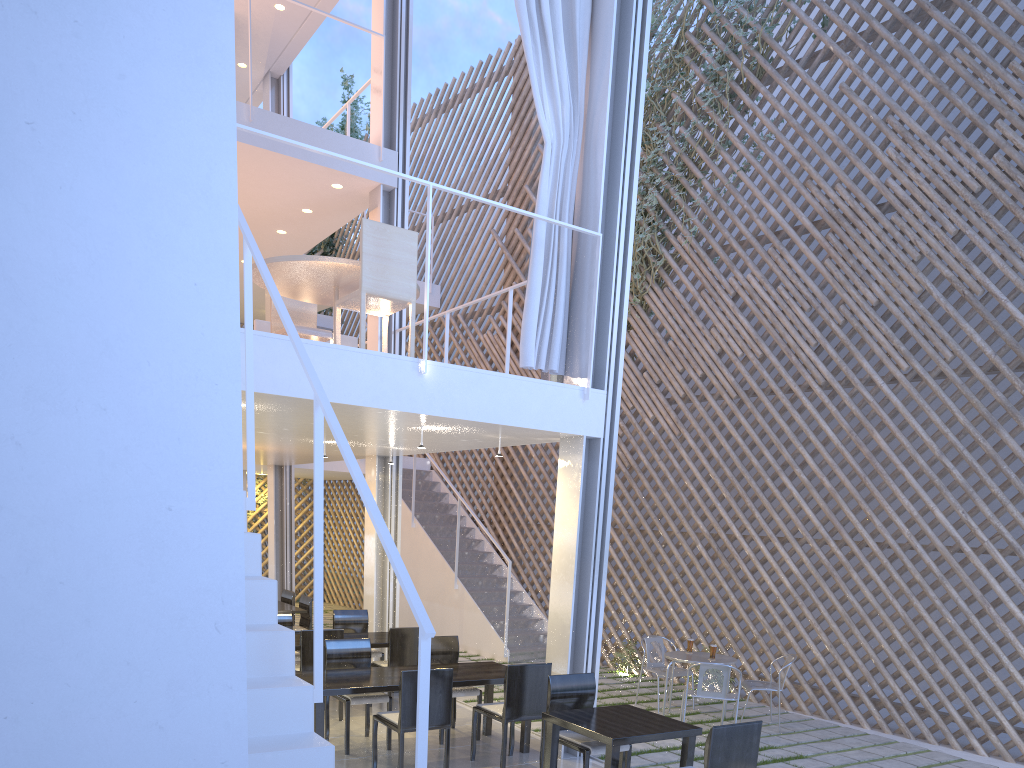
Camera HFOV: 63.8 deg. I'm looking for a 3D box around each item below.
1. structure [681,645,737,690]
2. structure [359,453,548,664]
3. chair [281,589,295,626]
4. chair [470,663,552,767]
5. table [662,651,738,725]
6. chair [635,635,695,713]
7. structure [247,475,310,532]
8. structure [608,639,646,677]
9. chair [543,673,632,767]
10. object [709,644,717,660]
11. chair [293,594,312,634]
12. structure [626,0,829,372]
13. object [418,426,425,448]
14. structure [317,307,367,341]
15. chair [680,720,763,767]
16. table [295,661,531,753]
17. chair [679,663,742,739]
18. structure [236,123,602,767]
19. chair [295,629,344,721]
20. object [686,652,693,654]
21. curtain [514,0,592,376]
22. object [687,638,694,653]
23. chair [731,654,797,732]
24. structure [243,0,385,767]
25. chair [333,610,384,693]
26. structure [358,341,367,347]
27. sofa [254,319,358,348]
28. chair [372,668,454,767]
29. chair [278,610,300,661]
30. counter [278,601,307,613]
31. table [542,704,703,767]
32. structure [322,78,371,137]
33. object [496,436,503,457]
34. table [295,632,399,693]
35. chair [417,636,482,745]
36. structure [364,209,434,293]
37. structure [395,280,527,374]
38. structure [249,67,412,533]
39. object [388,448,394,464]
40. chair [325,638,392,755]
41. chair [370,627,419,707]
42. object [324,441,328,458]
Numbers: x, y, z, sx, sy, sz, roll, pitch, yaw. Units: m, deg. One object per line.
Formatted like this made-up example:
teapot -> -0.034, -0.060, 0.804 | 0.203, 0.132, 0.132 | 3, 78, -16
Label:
structure -> 1.126, 1.650, 4.750 | 0.309, 0.334, 0.293 | 5, 3, 42
structure -> -0.642, 0.943, 5.946 | 1.172, 2.028, 1.914 | -3, 5, -40
chair -> -1.517, 1.511, 5.185 | 0.238, 0.454, 0.182 | -2, 10, -34
chair -> -0.010, 1.240, 3.097 | 0.190, 0.454, 0.229 | -3, 9, -33
table -> 0.907, 1.496, 4.034 | 0.346, 0.344, 0.342 | 4, 1, 19
chair -> 0.797, 1.518, 4.322 | 0.262, 0.393, 0.238 | 0, 7, -33
structure -> -2.382, 1.183, 8.046 | 1.138, 2.069, 0.277 | -1, 12, -31
structure -> 0.757, 1.752, 5.275 | 0.267, 0.269, 0.255 | 2, 2, -25
chair -> 0.255, 1.195, 2.749 | 0.190, 0.454, 0.229 | -3, 9, -33
object -> 0.955, 1.273, 3.907 | 0.031, 0.079, 0.030 | 5, 9, 12
chair -> -1.337, 1.474, 4.906 | 0.239, 0.454, 0.182 | -1, 10, -31
structure -> 0.994, -1.222, 4.759 | 0.726, 2.820, 2.299 | -7, 9, -42
object -> -0.330, 0.195, 3.009 | 0.029, 0.082, 0.027 | -1, 10, -21
structure -> -1.551, -0.265, 7.319 | 0.527, 1.952, 1.219 | -6, 10, -39
chair -> 0.528, 1.141, 2.338 | 0.190, 0.454, 0.229 | -3, 9, -33
table -> -0.382, 1.281, 3.190 | 0.922, 0.338, 0.343 | 8, -1, -32
chair -> 0.897, 1.418, 3.701 | 0.261, 0.393, 0.239 | 4, 6, 12
structure -> 0.066, 0.227, 2.080 | 1.363, 1.849, 1.398 | 0, 5, -33
chair -> -0.889, 1.290, 3.680 | 0.190, 0.454, 0.229 | -3, 9, -33
object -> -0.311, 0.920, 3.280 | 2.921, 0.445, 0.058 | 9, 7, -32
curtain -> 0.054, -1.290, 2.649 | 0.508, 2.508, 0.092 | -4, 14, -34
object -> 0.884, 1.300, 4.085 | 0.031, 0.079, 0.030 | 5, 9, 12
chair -> 1.231, 1.489, 4.011 | 0.248, 0.393, 0.252 | 4, 6, 7
structure -> -0.456, -0.328, 2.455 | 1.718, 3.421, 3.568 | -2, 3, -34
chair -> -0.799, 1.398, 4.283 | 0.190, 0.454, 0.229 | -3, 9, -33
structure -> -1.177, 0.109, 5.287 | 0.027, 0.569, 1.675 | -5, -1, -34
sofa -> -1.230, -0.020, 4.296 | 0.502, 0.376, 0.969 | 4, -6, -33
chair -> -0.354, 1.183, 2.877 | 0.190, 0.454, 0.229 | -3, 9, -33
chair -> -1.143, 1.341, 4.063 | 0.190, 0.454, 0.229 | -3, 9, -33
counter -> -2.169, 1.532, 5.404 | 0.820, 0.381, 2.481 | 7, -10, -33
table -> 0.333, 1.223, 2.616 | 0.360, 0.342, 0.343 | 3, 1, -33
structure -> -1.105, -1.291, 4.990 | 0.027, 0.569, 1.675 | -5, -1, -34
object -> -1.261, 0.606, 3.524 | 1.682, 0.838, 1.813 | 7, -7, -35
table -> -0.888, 1.383, 3.951 | 0.922, 0.338, 0.343 | 8, -1, -32
chair -> -0.264, 1.291, 3.480 | 0.190, 0.454, 0.229 | -3, 9, -33
structure -> -1.106, -1.090, 6.157 | 1.146, 0.584, 0.026 | 6, 8, -32
structure -> -0.175, -0.092, 3.781 | 0.027, 0.569, 1.673 | -5, -1, -34
structure -> -2.312, -0.360, 8.664 | 1.100, 4.683, 3.201 | -5, 9, -36
object -> -0.587, 0.349, 4.001 | 0.029, 0.082, 0.027 | -1, 10, -21
chair -> -0.609, 1.234, 3.260 | 0.190, 0.454, 0.229 | -3, 9, -33
chair -> -0.544, 1.347, 3.901 | 0.190, 0.454, 0.229 | -3, 9, -33
object -> -0.869, 0.303, 3.820 | 0.029, 0.082, 0.027 | -1, 10, -21
